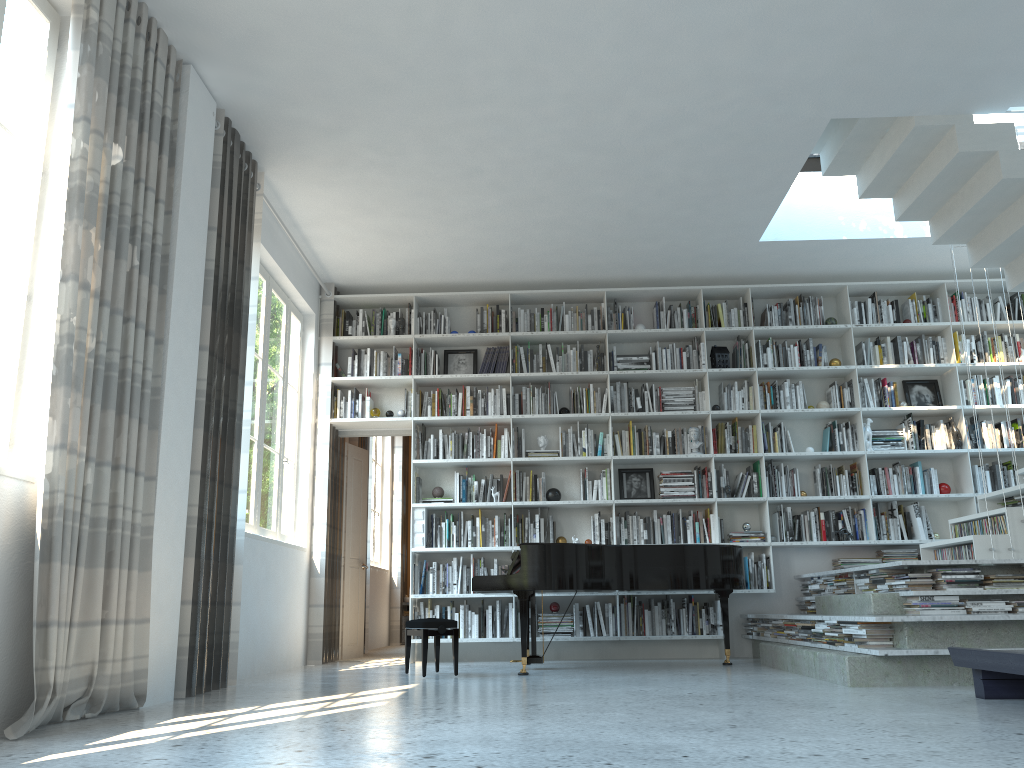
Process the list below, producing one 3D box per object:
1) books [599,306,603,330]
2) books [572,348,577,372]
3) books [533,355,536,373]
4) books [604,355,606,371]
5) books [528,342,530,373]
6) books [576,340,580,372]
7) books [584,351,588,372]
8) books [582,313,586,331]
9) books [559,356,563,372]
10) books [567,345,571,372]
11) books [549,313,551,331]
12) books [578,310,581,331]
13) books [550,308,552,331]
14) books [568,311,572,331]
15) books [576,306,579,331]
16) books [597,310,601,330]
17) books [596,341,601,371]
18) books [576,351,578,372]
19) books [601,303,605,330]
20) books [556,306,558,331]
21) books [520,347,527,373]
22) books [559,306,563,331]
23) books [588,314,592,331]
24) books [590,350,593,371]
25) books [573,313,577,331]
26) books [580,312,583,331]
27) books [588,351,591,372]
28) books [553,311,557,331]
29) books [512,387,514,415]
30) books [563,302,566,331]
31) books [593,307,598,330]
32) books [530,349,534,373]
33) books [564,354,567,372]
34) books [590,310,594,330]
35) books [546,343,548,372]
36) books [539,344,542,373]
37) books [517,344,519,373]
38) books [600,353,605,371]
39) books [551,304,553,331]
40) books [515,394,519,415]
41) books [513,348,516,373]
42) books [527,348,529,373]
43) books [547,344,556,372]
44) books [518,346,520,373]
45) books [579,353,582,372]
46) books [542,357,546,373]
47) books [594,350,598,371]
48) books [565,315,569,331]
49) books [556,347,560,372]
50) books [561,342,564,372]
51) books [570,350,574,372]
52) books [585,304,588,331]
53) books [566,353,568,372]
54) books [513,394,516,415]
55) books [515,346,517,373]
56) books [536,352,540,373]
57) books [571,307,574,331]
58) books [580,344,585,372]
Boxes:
[{"bbox_3d":[0.790,-0.543,7.900,0.014,0.266,0.172,-1,-14,2],"label":"books"},{"bbox_3d":[0.550,-0.177,7.828,0.028,0.260,0.136,-1,-14,2],"label":"books"},{"bbox_3d":[0.203,-0.141,7.830,0.024,0.201,0.154,-1,-14,2],"label":"books"},{"bbox_3d":[0.820,-0.146,7.832,0.019,0.193,0.098,-1,-14,2],"label":"books"},{"bbox_3d":[0.154,-0.199,7.830,0.012,0.314,0.172,-1,-14,2],"label":"books"},{"bbox_3d":[0.582,-0.207,7.819,0.011,0.312,0.184,-1,-14,2],"label":"books"},{"bbox_3d":[0.649,-0.161,7.809,0.030,0.217,0.183,-1,-14,2],"label":"books"},{"bbox_3d":[0.635,-0.512,7.880,0.026,0.199,0.187,-1,-14,2],"label":"books"},{"bbox_3d":[0.430,-0.137,7.815,0.028,0.179,0.168,-1,-14,2],"label":"books"},{"bbox_3d":[0.502,-0.187,7.837,0.026,0.285,0.138,-1,-14,2],"label":"books"},{"bbox_3d":[0.338,-0.509,7.905,0.011,0.215,0.160,-1,-14,2],"label":"books"},{"bbox_3d":[0.599,-0.521,7.899,0.021,0.228,0.161,-1,-14,2],"label":"books"},{"bbox_3d":[0.350,-0.527,7.909,0.013,0.251,0.184,-1,-14,2],"label":"books"},{"bbox_3d":[0.518,-0.520,7.913,0.026,0.235,0.134,-1,-14,2],"label":"books"},{"bbox_3d":[0.581,-0.541,7.898,0.014,0.265,0.192,-1,-14,2],"label":"books"},{"bbox_3d":[0.770,-0.525,7.888,0.026,0.224,0.172,-1,-14,2],"label":"books"},{"bbox_3d":[0.752,-0.205,7.816,0.058,0.301,0.175,-1,-14,2],"label":"books"},{"bbox_3d":[0.571,-0.164,7.820,0.013,0.230,0.142,-1,-14,2],"label":"books"},{"bbox_3d":[0.810,-0.555,7.898,0.026,0.288,0.176,-1,-14,2],"label":"books"},{"bbox_3d":[0.402,-0.540,7.910,0.013,0.275,0.165,-1,-14,2],"label":"books"},{"bbox_3d":[0.105,-0.174,7.842,0.067,0.273,0.168,-1,-14,2],"label":"books"},{"bbox_3d":[0.434,-0.540,7.906,0.052,0.272,0.173,-1,-14,2],"label":"books"},{"bbox_3d":[0.687,-0.502,7.888,0.031,0.184,0.177,-1,-14,2],"label":"books"},{"bbox_3d":[0.698,-0.167,7.828,0.024,0.236,0.153,-1,-14,2],"label":"books"},{"bbox_3d":[0.560,-0.508,7.919,0.029,0.213,0.142,-1,-14,2],"label":"books"},{"bbox_3d":[0.616,-0.514,7.884,0.013,0.206,0.178,-1,-14,2],"label":"books"},{"bbox_3d":[0.675,-0.163,7.813,0.022,0.222,0.161,-1,-14,2],"label":"books"},{"bbox_3d":[0.382,-0.516,7.920,0.029,0.235,0.130,-1,-14,2],"label":"books"},{"bbox_3d":[0.010,0.180,7.765,0.012,0.284,0.160,-1,-14,2],"label":"books"},{"bbox_3d":[0.467,-0.558,7.923,0.014,0.314,0.166,-1,-14,2],"label":"books"},{"bbox_3d":[0.743,-0.536,7.913,0.029,0.260,0.152,-1,-14,2],"label":"books"},{"bbox_3d":[0.175,-0.163,7.822,0.031,0.241,0.182,-1,-14,2],"label":"books"},{"bbox_3d":[0.468,-0.147,7.843,0.024,0.211,0.128,-1,-14,2],"label":"books"},{"bbox_3d":[0.715,-0.526,7.903,0.026,0.236,0.149,-1,-14,2],"label":"books"},{"bbox_3d":[0.307,-0.196,7.851,0.013,0.314,0.135,-1,-14,2],"label":"books"},{"bbox_3d":[0.255,-0.188,7.832,0.023,0.292,0.156,-1,-14,2],"label":"books"},{"bbox_3d":[0.054,-0.185,7.863,0.014,0.308,0.130,-1,-14,2],"label":"books"},{"bbox_3d":[0.797,-0.155,7.828,0.028,0.211,0.135,-1,-14,2],"label":"books"},{"bbox_3d":[0.361,-0.549,7.917,0.010,0.298,0.151,-1,-14,2],"label":"books"},{"bbox_3d":[0.046,0.210,7.764,0.029,0.224,0.137,-1,-14,2],"label":"books"},{"bbox_3d":[0.022,-0.168,7.824,0.023,0.255,0.175,-1,-14,2],"label":"books"},{"bbox_3d":[0.143,-0.169,7.832,0.011,0.259,0.157,-1,-14,2],"label":"books"},{"bbox_3d":[0.350,-0.189,7.821,0.075,0.285,0.179,-1,-14,2],"label":"books"},{"bbox_3d":[0.066,-0.181,7.839,0.010,0.286,0.148,-1,-14,2],"label":"books"},{"bbox_3d":[0.601,-0.154,7.827,0.024,0.213,0.150,-1,-14,2],"label":"books"},{"bbox_3d":[0.284,-0.132,7.828,0.034,0.180,0.160,-1,-14,2],"label":"books"},{"bbox_3d":[0.737,-0.185,7.812,0.055,0.263,0.167,-1,-14,2],"label":"books"},{"bbox_3d":[0.490,-0.499,7.900,0.031,0.189,0.182,-1,-14,2],"label":"books"},{"bbox_3d":[0.402,-0.176,7.832,0.027,0.264,0.169,-1,-14,2],"label":"books"},{"bbox_3d":[0.449,-0.199,7.829,0.012,0.307,0.145,-1,-14,2],"label":"books"},{"bbox_3d":[0.525,-0.164,7.806,0.021,0.225,0.192,-1,-14,2],"label":"books"},{"bbox_3d":[0.665,-0.549,7.906,0.013,0.285,0.160,-1,-14,2],"label":"books"},{"bbox_3d":[0.484,-0.152,7.816,0.010,0.208,0.174,-1,-14,2],"label":"books"},{"bbox_3d":[0.024,0.213,7.739,0.015,0.207,0.186,-1,-14,2],"label":"books"},{"bbox_3d":[0.041,-0.178,7.841,0.013,0.282,0.159,-1,-14,2],"label":"books"},{"bbox_3d":[0.229,-0.152,7.824,0.029,0.218,0.158,-1,-14,2],"label":"books"},{"bbox_3d":[0.538,-0.536,7.917,0.014,0.268,0.156,-1,-14,2],"label":"books"},{"bbox_3d":[0.624,-0.191,7.838,0.022,0.289,0.147,-1,-14,2],"label":"books"}]
